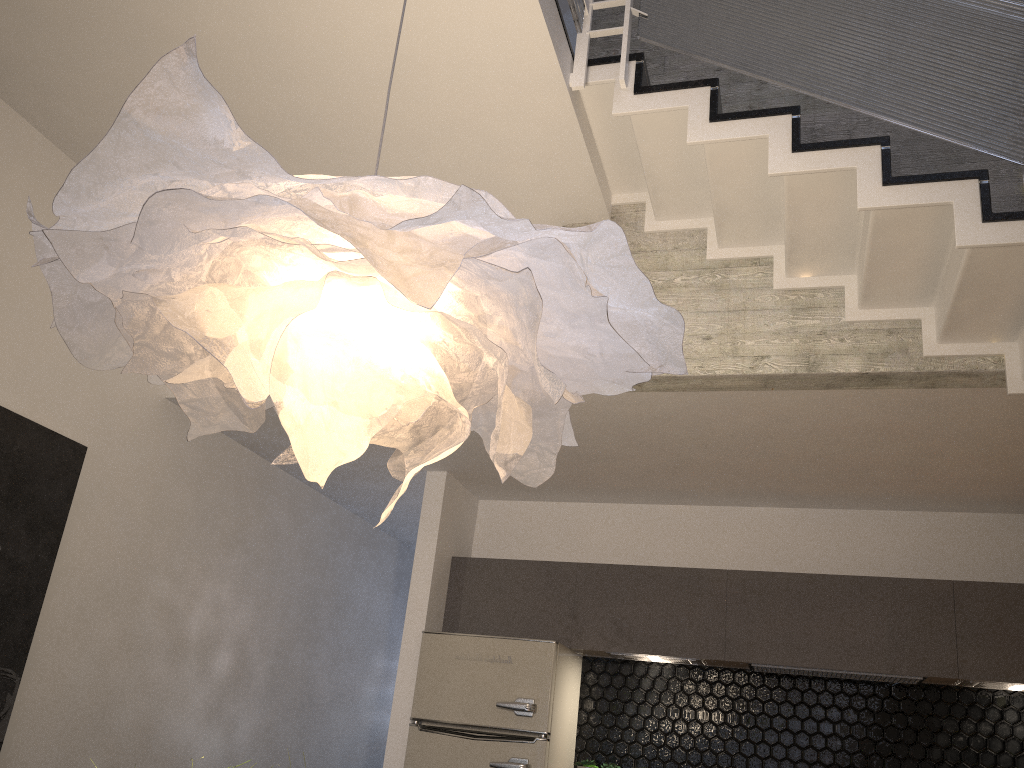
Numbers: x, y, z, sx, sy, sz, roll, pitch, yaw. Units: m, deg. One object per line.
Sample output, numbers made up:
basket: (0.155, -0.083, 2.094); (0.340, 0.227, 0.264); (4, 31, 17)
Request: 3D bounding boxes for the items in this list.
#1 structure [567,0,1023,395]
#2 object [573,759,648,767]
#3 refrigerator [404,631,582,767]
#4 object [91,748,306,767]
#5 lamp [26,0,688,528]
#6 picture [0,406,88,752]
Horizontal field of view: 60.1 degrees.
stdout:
structure: (0.699, -1.884, 3.141); (4.234, 8.163, 8.613); (0, -22, 18)
object: (0.591, 2.343, 5.218); (0.482, 0.217, 0.175); (1, -22, 15)
refrigerator: (-0.148, 2.366, 5.120); (0.829, 1.681, 0.783); (0, -22, 18)
object: (-0.405, 0.725, 1.303); (0.531, 0.361, 0.680); (1, -22, 13)
lamp: (-0.042, -2.180, 2.359); (1.119, 5.121, 1.079); (-4, -23, 28)
picture: (-2.385, 0.992, 3.469); (0.033, 1.992, 1.255); (0, -22, 18)
